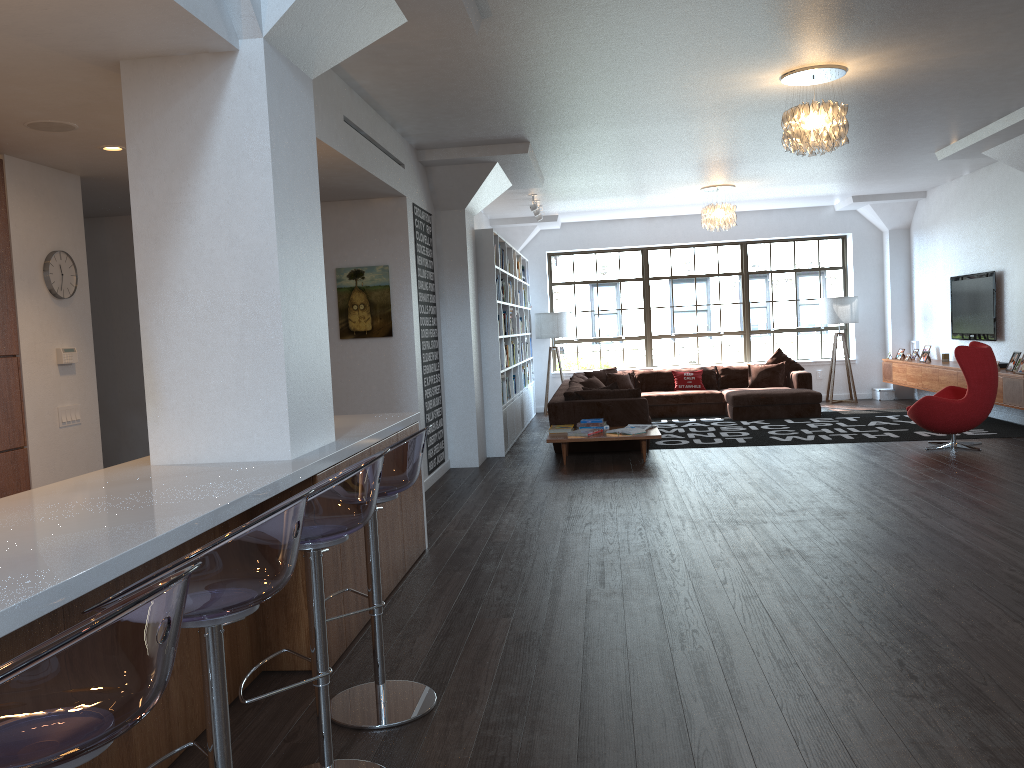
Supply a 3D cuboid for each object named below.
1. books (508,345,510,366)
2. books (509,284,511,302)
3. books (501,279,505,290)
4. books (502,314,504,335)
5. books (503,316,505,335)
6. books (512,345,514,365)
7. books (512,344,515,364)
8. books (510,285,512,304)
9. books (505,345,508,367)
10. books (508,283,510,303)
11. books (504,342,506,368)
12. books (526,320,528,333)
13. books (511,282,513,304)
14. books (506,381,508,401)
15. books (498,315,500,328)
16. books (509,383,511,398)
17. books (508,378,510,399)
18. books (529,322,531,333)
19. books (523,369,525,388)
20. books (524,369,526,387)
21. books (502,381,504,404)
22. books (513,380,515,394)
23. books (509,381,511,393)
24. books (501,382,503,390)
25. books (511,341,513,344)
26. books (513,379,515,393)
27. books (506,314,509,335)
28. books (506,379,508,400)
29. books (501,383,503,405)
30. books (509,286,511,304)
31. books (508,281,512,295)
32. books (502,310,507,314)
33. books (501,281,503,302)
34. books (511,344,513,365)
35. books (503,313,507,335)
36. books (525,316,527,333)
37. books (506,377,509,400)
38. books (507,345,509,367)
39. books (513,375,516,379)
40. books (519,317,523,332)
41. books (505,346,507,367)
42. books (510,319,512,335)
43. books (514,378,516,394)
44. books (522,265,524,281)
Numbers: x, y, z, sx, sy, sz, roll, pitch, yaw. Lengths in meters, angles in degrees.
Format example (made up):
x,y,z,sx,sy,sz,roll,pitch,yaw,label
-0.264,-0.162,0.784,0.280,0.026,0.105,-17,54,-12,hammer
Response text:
x,y,z,sx,sy,sz,roll,pitch,yaw,label
-0.118,-0.336,10.588,0.183,0.253,0.034,-3,3,6,books
-0.104,-1.114,11.071,0.170,0.245,0.057,-3,3,6,books
-0.184,-1.093,10.483,0.198,0.284,0.049,-3,3,6,books
-0.186,-0.666,10.049,0.174,0.239,0.045,-3,3,6,books
-0.171,-0.665,10.168,0.161,0.223,0.027,-3,3,6,books
-0.079,-0.357,10.926,0.183,0.253,0.034,-3,3,5,books
-0.061,-0.368,11.086,0.183,0.253,0.034,-3,3,5,books
-0.095,-1.115,11.122,0.174,0.239,0.045,-3,3,6,books
-0.139,-0.324,10.420,0.183,0.253,0.034,-3,3,6,books
-0.119,-1.105,10.874,0.182,0.253,0.034,-3,3,6,books
-0.164,-0.329,10.212,0.176,0.290,0.053,-3,3,6,books
0.146,-0.863,13.304,0.161,0.207,0.135,-3,3,5,books
-0.092,-1.145,11.258,0.197,0.283,0.065,-3,3,6,books
-0.149,0.070,10.178,0.183,0.253,0.042,-3,3,6,books
-0.206,-0.644,9.778,0.140,0.231,0.042,-3,3,6,books
-0.112,0.059,10.505,0.174,0.236,0.142,-3,3,5,books
-0.121,0.055,10.415,0.183,0.253,0.042,-3,3,6,books
0.187,-0.894,13.718,0.182,0.215,0.188,-3,3,6,books
0.079,-0.070,12.311,0.183,0.253,0.034,-3,3,5,books
0.097,-0.081,12.471,0.183,0.253,0.034,-3,3,5,books
-0.184,0.095,9.822,0.180,0.251,0.048,-3,3,6,books
-0.036,0.044,11.141,0.128,0.178,0.021,-3,3,6,books
-0.098,0.069,10.562,0.161,0.207,0.135,-3,3,5,books
-0.193,0.100,9.740,0.183,0.253,0.042,-3,3,6,books
-0.067,-0.388,11.120,0.176,0.290,0.036,-3,3,5,books
-0.036,0.036,11.170,0.139,0.191,0.036,-3,3,6,books
-0.137,-0.700,10.468,0.182,0.253,0.034,-3,3,6,books
-0.138,0.070,10.251,0.171,0.246,0.039,-3,3,6,books
-0.194,0.114,9.628,0.174,0.240,0.054,-3,3,6,books
-0.103,-1.099,11.003,0.161,0.223,0.027,-3,3,6,books
-0.094,-1.145,11.197,0.176,0.290,0.053,-3,3,6,books
-0.142,-0.722,10.530,0.176,0.294,0.102,-3,3,6,books
-0.197,-1.063,10.258,0.183,0.253,0.042,-3,3,6,books
-0.086,-0.355,10.893,0.183,0.253,0.034,-3,3,5,books
-0.160,-0.689,10.296,0.182,0.253,0.034,-3,3,6,books
0.123,-0.876,13.157,0.183,0.253,0.042,-3,3,6,books
-0.135,0.058,10.330,0.180,0.259,0.042,-3,3,6,books
-0.131,-0.326,10.452,0.183,0.253,0.034,-3,3,6,books
-0.020,0.001,11.394,0.140,0.231,0.042,-3,3,6,books
0.076,-0.827,12.568,0.140,0.231,0.042,-3,3,6,books
-0.145,-0.315,10.338,0.171,0.246,0.057,-3,3,6,books
-0.084,-0.714,11.035,0.161,0.207,0.135,-3,3,5,books
-0.027,0.027,11.228,0.146,0.202,0.027,-3,3,6,books
0.078,-1.623,13.090,0.183,0.253,0.042,-3,3,6,books
